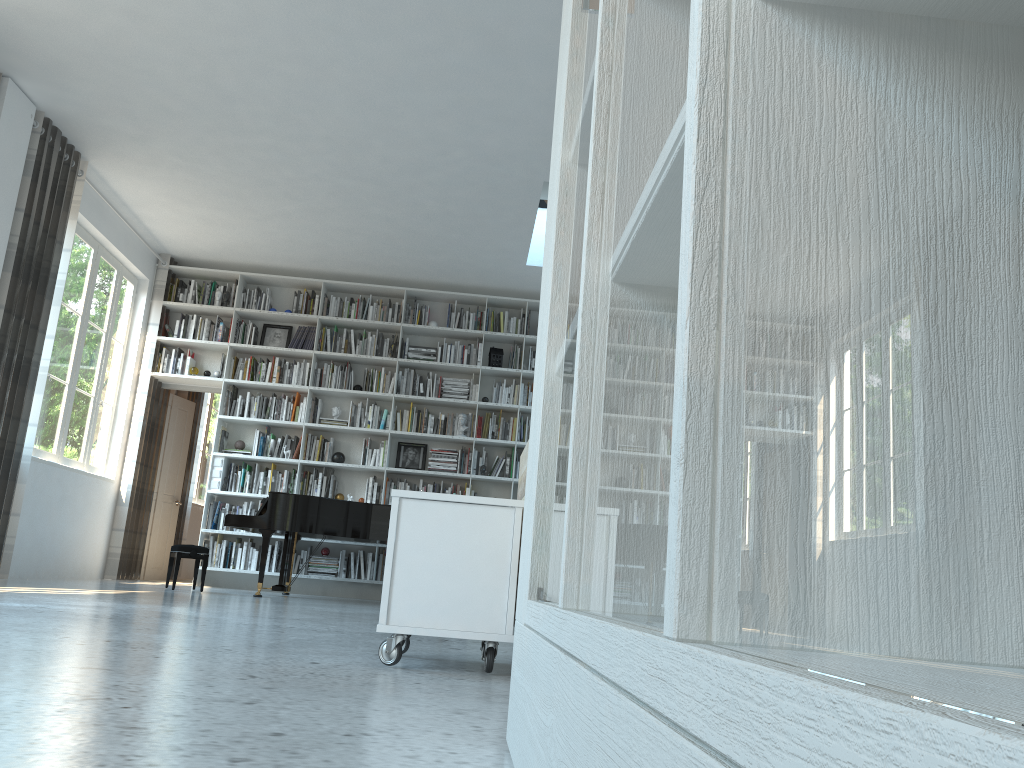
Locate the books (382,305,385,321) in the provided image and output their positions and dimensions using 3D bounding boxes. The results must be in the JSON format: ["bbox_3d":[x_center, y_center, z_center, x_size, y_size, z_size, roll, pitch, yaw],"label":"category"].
[{"bbox_3d":[-1.329,-0.693,9.180,0.013,0.206,0.178,5,-12,-2],"label":"books"}]

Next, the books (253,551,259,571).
[{"bbox_3d":[-2.469,1.719,8.609,0.031,0.187,0.190,5,-12,-2],"label":"books"}]

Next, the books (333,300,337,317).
[{"bbox_3d":[-1.820,-0.741,9.176,0.023,0.219,0.181,5,-12,-2],"label":"books"}]

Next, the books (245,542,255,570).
[{"bbox_3d":[-2.543,1.676,8.622,0.025,0.265,0.160,5,-12,-2],"label":"books"}]

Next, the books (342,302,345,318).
[{"bbox_3d":[-1.737,-0.728,9.177,0.015,0.207,0.167,5,-12,-2],"label":"books"}]

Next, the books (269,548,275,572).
[{"bbox_3d":[-2.324,1.703,8.660,0.040,0.263,0.137,5,-12,-2],"label":"books"}]

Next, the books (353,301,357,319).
[{"bbox_3d":[-1.618,-0.729,9.191,0.013,0.234,0.155,5,-12,-2],"label":"books"}]

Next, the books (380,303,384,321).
[{"bbox_3d":[-1.346,-0.702,9.194,0.021,0.228,0.161,5,-12,-2],"label":"books"}]

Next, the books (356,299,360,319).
[{"bbox_3d":[-1.593,-0.736,9.186,0.013,0.251,0.184,5,-12,-2],"label":"books"}]

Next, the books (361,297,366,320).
[{"bbox_3d":[-1.540,-0.744,9.190,0.013,0.275,0.165,5,-12,-2],"label":"books"}]

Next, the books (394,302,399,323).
[{"bbox_3d":[-1.202,-0.702,9.218,0.029,0.260,0.152,5,-12,-2],"label":"books"}]

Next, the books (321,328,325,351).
[{"bbox_3d":[-1.934,-0.422,9.107,0.013,0.283,0.159,5,-12,-2],"label":"books"}]

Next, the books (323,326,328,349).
[{"bbox_3d":[-1.921,-0.429,9.130,0.014,0.308,0.130,5,-12,-2],"label":"books"}]

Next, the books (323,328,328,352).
[{"bbox_3d":[-1.909,-0.422,9.106,0.010,0.286,0.148,5,-12,-2],"label":"books"}]

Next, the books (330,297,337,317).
[{"bbox_3d":[-1.846,-0.760,9.182,0.031,0.254,0.146,5,-12,-2],"label":"books"}]

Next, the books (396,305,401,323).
[{"bbox_3d":[-1.175,-0.687,9.195,0.026,0.225,0.172,5,-12,-2],"label":"books"}]

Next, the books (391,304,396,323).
[{"bbox_3d":[-1.230,-0.695,9.206,0.026,0.236,0.149,5,-12,-2],"label":"books"}]

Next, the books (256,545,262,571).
[{"bbox_3d":[-2.439,1.694,8.617,0.023,0.243,0.188,5,-12,-2],"label":"books"}]

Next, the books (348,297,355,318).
[{"bbox_3d":[-1.668,-0.747,9.204,0.028,0.267,0.152,5,-12,-2],"label":"books"}]

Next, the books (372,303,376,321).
[{"bbox_3d":[-1.427,-0.711,9.202,0.026,0.235,0.134,5,-12,-2],"label":"books"}]

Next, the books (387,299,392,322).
[{"bbox_3d":[-1.277,-0.724,9.205,0.013,0.285,0.160,5,-12,-2],"label":"books"}]

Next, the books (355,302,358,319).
[{"bbox_3d":[-1.606,-0.720,9.182,0.011,0.215,0.160,5,-12,-2],"label":"books"}]

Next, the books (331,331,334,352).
[{"bbox_3d":[-1.833,-0.402,9.106,0.011,0.259,0.157,5,-12,-2],"label":"books"}]

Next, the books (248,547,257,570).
[{"bbox_3d":[-2.522,1.701,8.618,0.021,0.217,0.191,5,-12,-2],"label":"books"}]

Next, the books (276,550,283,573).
[{"bbox_3d":[-2.239,1.713,8.653,0.065,0.255,0.156,5,-12,-2],"label":"books"}]

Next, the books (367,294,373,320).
[{"bbox_3d":[-1.474,-0.754,9.208,0.014,0.314,0.166,5,-12,-2],"label":"books"}]

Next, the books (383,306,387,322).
[{"bbox_3d":[-1.309,-0.688,9.178,0.026,0.199,0.187,5,-12,-2],"label":"books"}]

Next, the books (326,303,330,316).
[{"bbox_3d":[-1.898,-0.727,9.182,0.024,0.182,0.133,5,-12,-2],"label":"books"}]

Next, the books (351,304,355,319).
[{"bbox_3d":[-1.641,-0.714,9.190,0.030,0.201,0.152,5,-12,-2],"label":"books"}]

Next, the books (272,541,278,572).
[{"bbox_3d":[-2.291,1.684,8.636,0.021,0.295,0.188,5,-12,-2],"label":"books"}]

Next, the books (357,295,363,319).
[{"bbox_3d":[-1.579,-0.758,9.194,0.010,0.298,0.151,5,-12,-2],"label":"books"}]

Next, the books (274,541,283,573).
[{"bbox_3d":[-2.274,1.681,8.634,0.012,0.303,0.166,5,-12,-2],"label":"books"}]

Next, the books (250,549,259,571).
[{"bbox_3d":[-2.498,1.709,8.617,0.028,0.206,0.171,5,-12,-2],"label":"books"}]

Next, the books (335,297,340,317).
[{"bbox_3d":[-1.796,-0.754,9.183,0.023,0.251,0.171,5,-12,-2],"label":"books"}]

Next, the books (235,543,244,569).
[{"bbox_3d":[-2.657,1.679,8.636,0.022,0.246,0.135,5,-12,-2],"label":"books"}]

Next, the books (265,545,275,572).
[{"bbox_3d":[-2.356,1.699,8.635,0.027,0.255,0.179,5,-12,-2],"label":"books"}]

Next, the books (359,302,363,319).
[{"bbox_3d":[-1.563,-0.723,9.200,0.029,0.235,0.130,5,-12,-2],"label":"books"}]

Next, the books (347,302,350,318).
[{"bbox_3d":[-1.690,-0.723,9.199,0.012,0.215,0.150,5,-12,-2],"label":"books"}]

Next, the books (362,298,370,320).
[{"bbox_3d":[-1.508,-0.740,9.189,0.052,0.272,0.173,5,-12,-2],"label":"books"}]

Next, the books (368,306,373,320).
[{"bbox_3d":[-1.456,-0.693,9.188,0.031,0.189,0.182,5,-12,-2],"label":"books"}]

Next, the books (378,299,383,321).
[{"bbox_3d":[-1.362,-0.724,9.191,0.014,0.266,0.192,5,-12,-2],"label":"books"}]

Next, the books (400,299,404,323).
[{"bbox_3d":[-1.133,-0.713,9.206,0.026,0.288,0.176,5,-12,-2],"label":"books"}]

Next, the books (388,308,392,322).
[{"bbox_3d":[-1.260,-0.674,9.190,0.031,0.184,0.177,5,-12,-2],"label":"books"}]

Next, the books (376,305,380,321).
[{"bbox_3d":[-1.387,-0.694,9.211,0.029,0.213,0.142,5,-12,-2],"label":"books"}]

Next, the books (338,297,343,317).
[{"bbox_3d":[-1.778,-0.752,9.179,0.012,0.249,0.174,5,-12,-2],"label":"books"}]

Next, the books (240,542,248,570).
[{"bbox_3d":[-2.585,1.672,8.621,0.031,0.265,0.187,5,-12,-2],"label":"books"}]

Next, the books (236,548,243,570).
[{"bbox_3d":[-2.631,1.698,8.608,0.030,0.201,0.168,5,-12,-2],"label":"books"}]

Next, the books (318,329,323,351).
[{"bbox_3d":[-1.952,-0.413,9.089,0.023,0.255,0.175,5,-12,-2],"label":"books"}]

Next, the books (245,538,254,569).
[{"bbox_3d":[-2.562,1.659,8.643,0.014,0.303,0.140,5,-12,-2],"label":"books"}]

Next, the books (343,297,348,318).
[{"bbox_3d":[-1.723,-0.754,9.186,0.010,0.263,0.161,5,-12,-2],"label":"books"}]

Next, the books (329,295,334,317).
[{"bbox_3d":[-1.872,-0.770,9.203,0.021,0.278,0.141,5,-12,-2],"label":"books"}]

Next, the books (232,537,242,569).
[{"bbox_3d":[-2.672,1.647,8.620,0.013,0.300,0.184,5,-12,-2],"label":"books"}]

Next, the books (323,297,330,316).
[{"bbox_3d":[-1.922,-0.759,9.172,0.029,0.237,0.156,5,-12,-2],"label":"books"}]

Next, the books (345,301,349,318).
[{"bbox_3d":[-1.708,-0.732,9.208,0.025,0.234,0.130,5,-12,-2],"label":"books"}]

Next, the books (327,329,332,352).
[{"bbox_3d":[-1.871,-0.411,9.113,0.067,0.274,0.168,5,-12,-2],"label":"books"}]

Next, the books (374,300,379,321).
[{"bbox_3d":[-1.406,-0.725,9.207,0.014,0.268,0.156,5,-12,-2],"label":"books"}]

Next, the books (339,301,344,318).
[{"bbox_3d":[-1.758,-0.733,9.163,0.029,0.207,0.179,5,-12,-2],"label":"books"}]

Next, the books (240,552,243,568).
[{"bbox_3d":[-2.611,1.702,8.639,0.014,0.210,0.146,5,-12,-2],"label":"books"}]

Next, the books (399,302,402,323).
[{"bbox_3d":[-1.154,-0.703,9.207,0.014,0.266,0.172,5,-12,-2],"label":"books"}]
